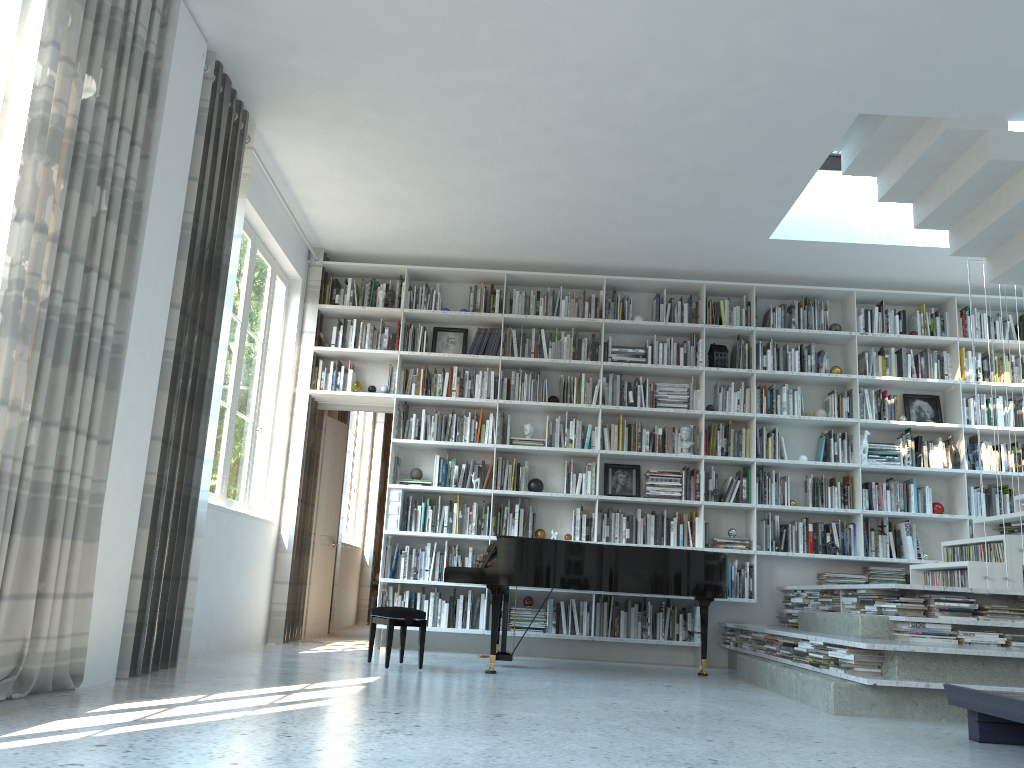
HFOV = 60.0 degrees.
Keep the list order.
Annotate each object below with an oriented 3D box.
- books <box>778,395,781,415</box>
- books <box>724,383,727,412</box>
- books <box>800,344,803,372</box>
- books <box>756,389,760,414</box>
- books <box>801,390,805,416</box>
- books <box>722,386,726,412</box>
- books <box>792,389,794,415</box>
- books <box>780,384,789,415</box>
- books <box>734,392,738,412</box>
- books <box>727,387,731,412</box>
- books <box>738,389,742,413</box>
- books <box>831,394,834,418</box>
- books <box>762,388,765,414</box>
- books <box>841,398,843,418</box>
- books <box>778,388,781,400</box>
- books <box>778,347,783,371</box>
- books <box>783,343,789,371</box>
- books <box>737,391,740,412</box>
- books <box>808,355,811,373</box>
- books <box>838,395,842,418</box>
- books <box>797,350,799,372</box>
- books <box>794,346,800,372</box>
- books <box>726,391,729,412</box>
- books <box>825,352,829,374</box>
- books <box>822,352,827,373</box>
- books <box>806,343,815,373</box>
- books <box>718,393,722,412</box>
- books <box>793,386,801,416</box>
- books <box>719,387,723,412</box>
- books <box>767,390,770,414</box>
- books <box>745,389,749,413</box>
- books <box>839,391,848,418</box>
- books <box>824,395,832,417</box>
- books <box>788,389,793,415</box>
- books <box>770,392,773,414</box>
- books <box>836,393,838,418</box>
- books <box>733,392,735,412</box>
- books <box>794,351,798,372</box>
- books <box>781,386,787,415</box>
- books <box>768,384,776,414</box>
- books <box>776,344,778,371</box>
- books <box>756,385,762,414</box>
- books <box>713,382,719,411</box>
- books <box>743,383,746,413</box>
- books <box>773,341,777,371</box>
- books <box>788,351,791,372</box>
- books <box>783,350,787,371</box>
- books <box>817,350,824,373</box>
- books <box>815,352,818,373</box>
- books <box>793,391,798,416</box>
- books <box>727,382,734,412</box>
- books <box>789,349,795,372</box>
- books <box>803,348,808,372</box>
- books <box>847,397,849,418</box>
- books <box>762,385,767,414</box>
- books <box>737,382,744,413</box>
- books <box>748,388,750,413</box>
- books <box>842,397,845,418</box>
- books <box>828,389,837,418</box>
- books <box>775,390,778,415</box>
[{"bbox_3d":[2.213,0.205,7.427,0.025,0.193,0.171,3,-13,1],"label":"books"},{"bbox_3d":[1.779,0.144,7.447,0.019,0.274,0.146,3,-13,1],"label":"books"},{"bbox_3d":[2.440,-0.182,7.524,0.012,0.284,0.160,3,-13,1],"label":"books"},{"bbox_3d":[2.049,0.176,7.448,0.030,0.241,0.138,3,-13,1],"label":"books"},{"bbox_3d":[2.416,0.189,7.440,0.034,0.253,0.161,3,-13,1],"label":"books"},{"bbox_3d":[1.763,0.156,7.443,0.028,0.249,0.165,3,-13,1],"label":"books"},{"bbox_3d":[2.332,0.181,7.445,0.024,0.261,0.134,3,-13,1],"label":"books"},{"bbox_3d":[2.283,0.161,7.444,0.027,0.294,0.160,3,-13,1],"label":"books"},{"bbox_3d":[1.854,0.183,7.424,0.027,0.196,0.185,3,-13,1],"label":"books"},{"bbox_3d":[1.804,0.163,7.436,0.023,0.235,0.179,3,-13,1],"label":"books"},{"bbox_3d":[1.895,0.169,7.435,0.024,0.233,0.150,3,-13,1],"label":"books"},{"bbox_3d":[2.669,0.212,7.431,0.012,0.231,0.154,3,-13,1],"label":"books"},{"bbox_3d":[2.085,0.170,7.428,0.014,0.247,0.177,3,-13,1],"label":"books"},{"bbox_3d":[2.739,0.230,7.433,0.012,0.206,0.138,3,-13,1],"label":"books"},{"bbox_3d":[2.233,0.177,7.439,0.011,0.256,0.131,3,-13,1],"label":"books"},{"bbox_3d":[2.255,-0.175,7.503,0.027,0.241,0.160,3,-13,1],"label":"books"},{"bbox_3d":[2.317,-0.189,7.525,0.013,0.283,0.155,3,-13,1],"label":"books"},{"bbox_3d":[1.876,0.178,7.426,0.029,0.210,0.158,3,-13,1],"label":"books"},{"bbox_3d":[2.487,-0.133,7.498,0.027,0.181,0.176,3,-13,1],"label":"books"},{"bbox_3d":[2.725,0.217,7.430,0.016,0.227,0.160,3,-13,1],"label":"books"},{"bbox_3d":[2.396,-0.158,7.503,0.011,0.222,0.159,3,-13,1],"label":"books"},{"bbox_3d":[2.408,-0.177,7.509,0.012,0.264,0.156,3,-13,1],"label":"books"},{"bbox_3d":[1.788,0.178,7.438,0.023,0.206,0.171,3,-13,1],"label":"books"},{"bbox_3d":[2.647,-0.144,7.517,0.026,0.229,0.141,3,-13,1],"label":"books"},{"bbox_3d":[2.610,-0.144,7.499,0.048,0.216,0.182,3,-13,1],"label":"books"},{"bbox_3d":[2.518,-0.185,7.496,0.029,0.284,0.184,3,-13,1],"label":"books"},{"bbox_3d":[1.725,0.181,7.422,0.028,0.185,0.181,3,-13,1],"label":"books"},{"bbox_3d":[2.378,0.172,7.420,0.024,0.271,0.170,3,-13,1],"label":"books"},{"bbox_3d":[1.746,0.159,7.448,0.024,0.242,0.159,3,-13,1],"label":"books"},{"bbox_3d":[2.133,0.181,7.435,0.013,0.235,0.158,3,-13,1],"label":"books"},{"bbox_3d":[1.945,0.170,7.417,0.028,0.229,0.177,3,-13,1],"label":"books"},{"bbox_3d":[2.767,0.202,7.417,0.016,0.256,0.176,3,-13,1],"label":"books"},{"bbox_3d":[2.649,0.218,7.435,0.015,0.220,0.140,3,-13,1],"label":"books"},{"bbox_3d":[2.307,0.183,7.423,0.025,0.244,0.184,3,-13,1],"label":"books"},{"bbox_3d":[2.152,0.192,7.434,0.026,0.215,0.161,3,-13,1],"label":"books"},{"bbox_3d":[2.698,0.208,7.431,0.016,0.243,0.152,3,-13,1],"label":"books"},{"bbox_3d":[1.836,0.183,7.421,0.024,0.194,0.173,3,-13,1],"label":"books"},{"bbox_3d":[2.379,-0.155,7.488,0.021,0.208,0.181,3,-13,1],"label":"books"},{"bbox_3d":[2.254,0.169,7.416,0.030,0.262,0.182,3,-13,1],"label":"books"},{"bbox_3d":[2.174,0.157,7.422,0.014,0.279,0.178,3,-13,1],"label":"books"},{"bbox_3d":[2.236,-0.188,7.530,0.012,0.276,0.133,3,-13,1],"label":"books"},{"bbox_3d":[2.072,0.159,7.448,0.014,0.278,0.154,3,-13,1],"label":"books"},{"bbox_3d":[1.715,0.137,7.454,0.018,0.284,0.160,3,-13,1],"label":"books"},{"bbox_3d":[1.929,0.150,7.439,0.025,0.276,0.173,3,-13,1],"label":"books"},{"bbox_3d":[2.220,-0.200,7.526,0.021,0.295,0.139,3,-13,1],"label":"books"},{"bbox_3d":[2.334,-0.155,7.516,0.025,0.216,0.144,3,-13,1],"label":"books"},{"bbox_3d":[2.295,-0.159,7.522,0.028,0.223,0.142,3,-13,1],"label":"books"},{"bbox_3d":[2.588,-0.156,7.493,0.054,0.235,0.172,3,-13,1],"label":"books"},{"bbox_3d":[2.545,-0.145,7.502,0.030,0.212,0.157,3,-13,1],"label":"books"},{"bbox_3d":[2.354,0.193,7.427,0.021,0.231,0.183,3,-13,1],"label":"books"},{"bbox_3d":[1.822,0.140,7.419,0.028,0.274,0.187,3,-13,1],"label":"books"},{"bbox_3d":[2.358,-0.166,7.506,0.023,0.236,0.149,3,-13,1],"label":"books"},{"bbox_3d":[2.460,-0.163,7.500,0.030,0.237,0.186,3,-13,1],"label":"books"},{"bbox_3d":[2.779,0.227,7.410,0.013,0.204,0.174,3,-13,1],"label":"books"},{"bbox_3d":[2.121,0.161,7.460,0.014,0.283,0.135,3,-13,1],"label":"books"},{"bbox_3d":[1.914,0.141,7.443,0.028,0.293,0.155,3,-13,1],"label":"books"},{"bbox_3d":[1.964,0.171,7.433,0.026,0.237,0.173,3,-13,1],"label":"books"},{"bbox_3d":[2.751,0.230,7.421,0.013,0.201,0.174,3,-13,1],"label":"books"},{"bbox_3d":[2.683,0.193,7.423,0.015,0.267,0.164,3,-13,1],"label":"books"},{"bbox_3d":[2.191,0.180,7.423,0.022,0.237,0.165,3,-13,1],"label":"books"}]
